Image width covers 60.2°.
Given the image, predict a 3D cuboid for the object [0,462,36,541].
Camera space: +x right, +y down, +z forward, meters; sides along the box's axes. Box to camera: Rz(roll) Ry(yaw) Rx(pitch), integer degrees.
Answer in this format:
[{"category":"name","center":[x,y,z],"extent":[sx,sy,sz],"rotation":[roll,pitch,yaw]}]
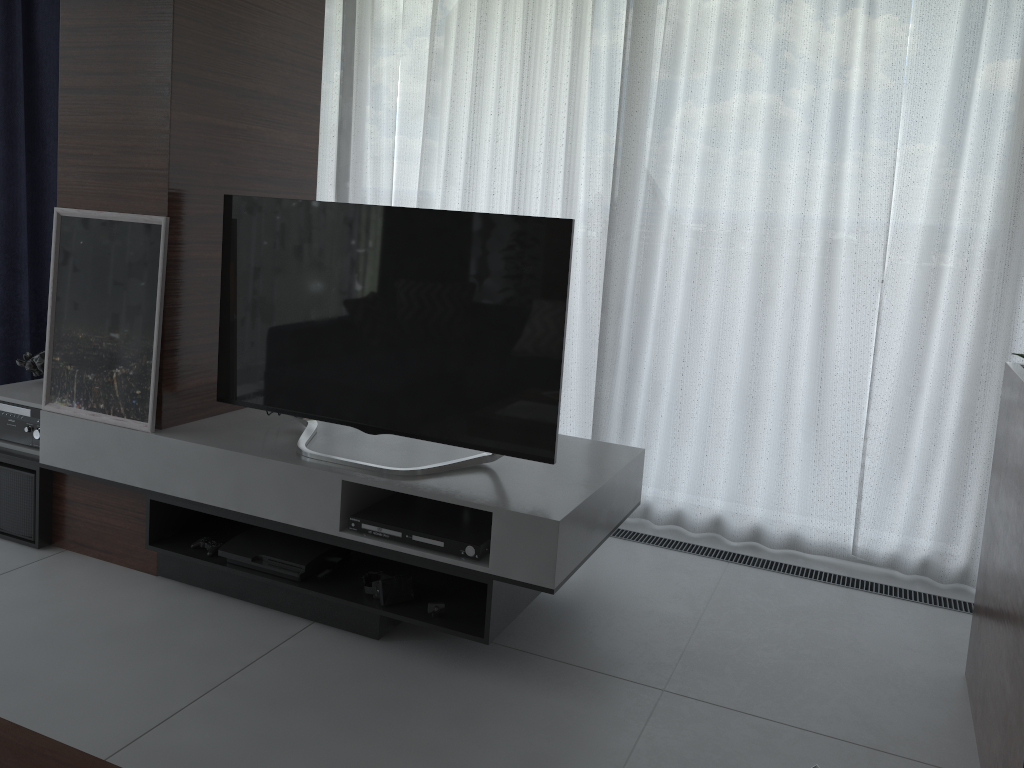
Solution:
[{"category":"object","center":[-1.723,0.406,3.260],"extent":[0.214,0.248,0.256],"rotation":[7,9,22]}]

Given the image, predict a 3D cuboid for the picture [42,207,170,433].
[{"category":"picture","center":[-1.364,-0.224,2.948],"extent":[0.502,0.693,0.053],"rotation":[7,7,23]}]

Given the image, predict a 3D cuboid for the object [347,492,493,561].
[{"category":"object","center":[-0.218,0.415,2.652],"extent":[0.432,0.052,0.338],"rotation":[9,12,22]}]

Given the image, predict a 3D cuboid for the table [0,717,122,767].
[{"category":"table","center":[-1.055,0.818,1.210],"extent":[0.803,0.348,0.812],"rotation":[8,11,22]}]

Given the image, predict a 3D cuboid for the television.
[{"category":"television","center":[-0.410,-0.162,2.760],"extent":[1.235,0.778,0.299],"rotation":[8,8,23]}]

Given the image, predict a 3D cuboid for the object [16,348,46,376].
[{"category":"object","center":[-1.787,-0.081,3.498],"extent":[0.311,0.148,0.139],"rotation":[0,9,-20]}]

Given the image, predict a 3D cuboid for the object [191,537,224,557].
[{"category":"object","center":[-0.992,0.527,2.890],"extent":[0.113,0.036,0.071],"rotation":[12,12,35]}]

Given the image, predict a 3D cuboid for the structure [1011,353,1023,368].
[{"category":"structure","center":[1.326,-0.096,2.074],"extent":[0.223,0.283,1.008],"rotation":[8,11,25]}]

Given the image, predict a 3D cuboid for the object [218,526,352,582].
[{"category":"object","center":[-0.723,0.534,2.868],"extent":[0.315,0.067,0.316],"rotation":[8,12,22]}]

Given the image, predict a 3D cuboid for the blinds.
[{"category":"blinds","center":[-0.967,-0.299,0.726],"extent":[5.826,2.742,7.190],"rotation":[9,11,26]}]

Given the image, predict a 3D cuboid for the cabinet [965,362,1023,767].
[{"category":"cabinet","center":[1.150,-0.075,0.910],"extent":[0.789,2.523,3.362],"rotation":[7,9,22]}]

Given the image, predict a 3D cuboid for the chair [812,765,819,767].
[{"category":"chair","center":[0.546,0.818,0.867],"extent":[0.463,0.702,0.400],"rotation":[3,7,-5]}]

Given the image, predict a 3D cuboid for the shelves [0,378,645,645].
[{"category":"shelves","center":[-0.796,0.375,3.193],"extent":[2.359,0.494,0.880],"rotation":[9,11,23]}]

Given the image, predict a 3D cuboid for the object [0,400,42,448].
[{"category":"object","center":[-1.749,0.121,3.364],"extent":[0.371,0.148,0.372],"rotation":[8,11,22]}]

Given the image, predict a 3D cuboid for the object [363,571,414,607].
[{"category":"object","center":[-0.385,0.593,2.667],"extent":[0.117,0.078,0.186],"rotation":[-3,12,-37]}]

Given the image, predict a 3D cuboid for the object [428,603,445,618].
[{"category":"object","center":[-0.215,0.647,2.532],"extent":[0.044,0.043,0.044],"rotation":[8,9,23]}]
